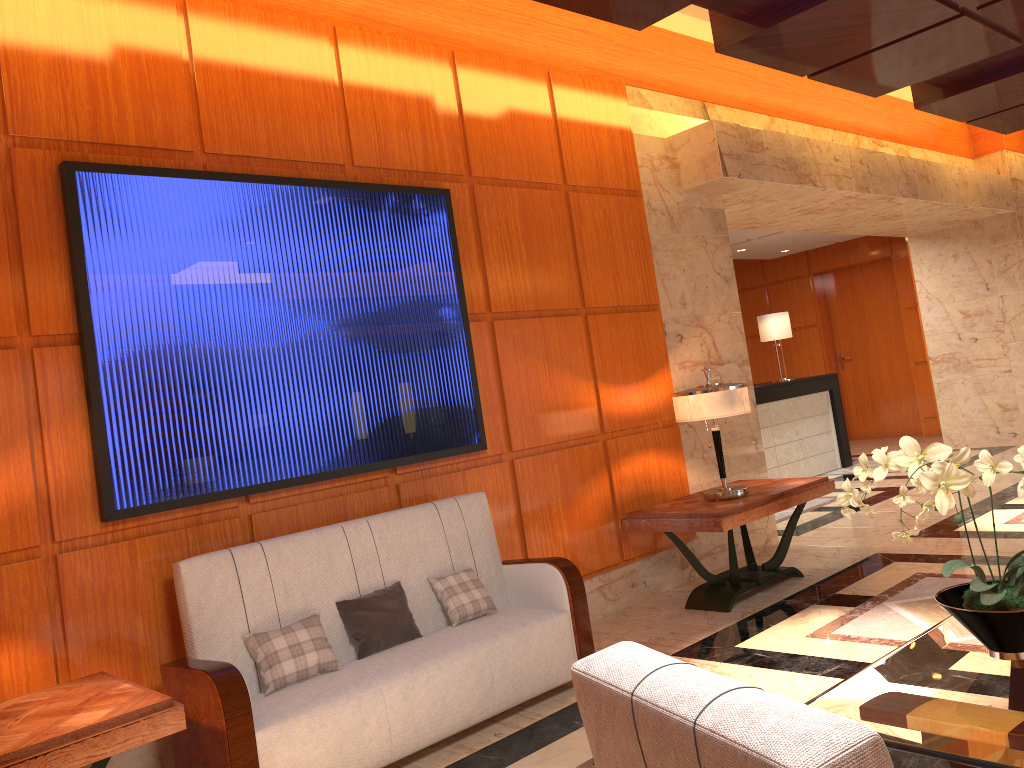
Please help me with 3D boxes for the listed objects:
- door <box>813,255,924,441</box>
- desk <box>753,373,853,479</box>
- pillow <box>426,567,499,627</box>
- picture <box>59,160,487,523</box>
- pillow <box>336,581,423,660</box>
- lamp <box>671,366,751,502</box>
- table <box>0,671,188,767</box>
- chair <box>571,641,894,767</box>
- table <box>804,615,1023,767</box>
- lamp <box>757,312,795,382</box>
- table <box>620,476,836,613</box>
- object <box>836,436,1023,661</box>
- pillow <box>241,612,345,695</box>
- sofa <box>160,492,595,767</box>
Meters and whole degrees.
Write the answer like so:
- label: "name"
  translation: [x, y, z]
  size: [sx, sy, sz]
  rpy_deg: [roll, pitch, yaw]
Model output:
- label: "door"
  translation: [5.457, -0.498, 13.479]
  size: [0.341, 2.703, 1.280]
  rpy_deg: [-5, -4, -43]
- label: "desk"
  translation: [2.698, 0.615, 10.191]
  size: [2.932, 1.144, 0.938]
  rpy_deg: [-7, -3, -43]
- label: "pillow"
  translation: [-0.225, 0.994, 4.128]
  size: [0.274, 0.230, 0.201]
  rpy_deg: [-7, -3, -40]
- label: "picture"
  translation: [-0.984, -0.267, 4.205]
  size: [2.000, 1.455, 0.056]
  rpy_deg: [-7, -4, -43]
- label: "pillow"
  translation: [-0.576, 1.025, 3.849]
  size: [0.159, 0.253, 0.358]
  rpy_deg: [-11, -3, 44]
- label: "lamp"
  translation: [1.235, 0.289, 5.365]
  size: [0.459, 0.812, 0.456]
  rpy_deg: [-6, -4, -34]
- label: "table"
  translation: [-1.685, 1.375, 2.585]
  size: [1.273, 0.608, 0.723]
  rpy_deg: [-7, -3, -43]
- label: "chair"
  translation: [0.542, 0.828, 1.233]
  size: [0.630, 0.963, 0.735]
  rpy_deg: [-7, -3, -24]
- label: "table"
  translation: [1.514, 0.957, 2.401]
  size: [1.563, 0.497, 0.719]
  rpy_deg: [-7, -2, -40]
- label: "lamp"
  translation: [3.241, -0.444, 10.795]
  size: [0.373, 0.822, 0.371]
  rpy_deg: [-7, -3, -18]
- label: "table"
  translation: [1.391, 0.984, 5.464]
  size: [1.273, 0.608, 0.723]
  rpy_deg: [-7, -3, -43]
- label: "object"
  translation: [1.309, 0.424, 2.396]
  size: [0.786, 0.619, 0.417]
  rpy_deg: [-9, -3, 24]
- label: "pillow"
  translation: [-0.872, 1.071, 3.532]
  size: [0.345, 0.227, 0.194]
  rpy_deg: [-7, -3, -38]
- label: "sofa"
  translation: [-0.510, 1.053, 3.810]
  size: [1.802, 0.934, 0.610]
  rpy_deg: [-7, -3, -42]
